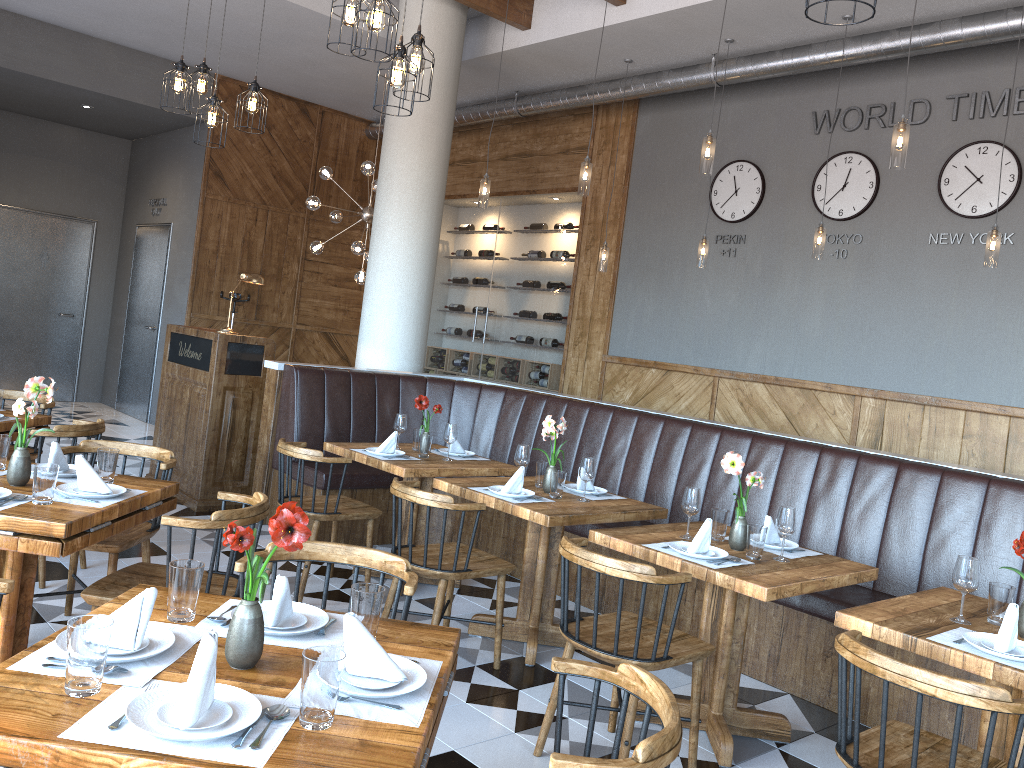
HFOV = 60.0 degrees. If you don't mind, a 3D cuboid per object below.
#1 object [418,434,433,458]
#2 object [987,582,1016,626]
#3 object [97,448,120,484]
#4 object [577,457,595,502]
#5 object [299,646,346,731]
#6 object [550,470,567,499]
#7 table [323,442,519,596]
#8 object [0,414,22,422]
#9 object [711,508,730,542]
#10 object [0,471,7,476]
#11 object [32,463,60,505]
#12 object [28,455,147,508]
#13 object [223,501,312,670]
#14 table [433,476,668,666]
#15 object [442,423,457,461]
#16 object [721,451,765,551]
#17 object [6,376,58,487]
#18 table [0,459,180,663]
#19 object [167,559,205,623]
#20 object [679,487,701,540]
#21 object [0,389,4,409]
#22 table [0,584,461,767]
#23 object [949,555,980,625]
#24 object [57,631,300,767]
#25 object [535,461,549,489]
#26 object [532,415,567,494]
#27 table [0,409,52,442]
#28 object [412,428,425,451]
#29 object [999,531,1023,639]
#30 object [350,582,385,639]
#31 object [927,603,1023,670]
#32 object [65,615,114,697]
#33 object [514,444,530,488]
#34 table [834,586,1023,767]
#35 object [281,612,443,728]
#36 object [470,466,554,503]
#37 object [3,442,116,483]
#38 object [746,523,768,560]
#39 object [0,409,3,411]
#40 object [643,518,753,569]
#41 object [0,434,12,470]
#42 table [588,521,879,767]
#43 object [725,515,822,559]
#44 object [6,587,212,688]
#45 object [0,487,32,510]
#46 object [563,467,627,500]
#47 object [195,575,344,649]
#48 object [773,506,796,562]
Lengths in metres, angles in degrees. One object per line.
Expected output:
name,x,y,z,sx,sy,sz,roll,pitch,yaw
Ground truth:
object,-0.511,0.366,5.195,0.080,0.132,0.080,8,1,33
object,1.642,0.743,2.982,0.080,0.132,0.080,6,1,-42
object,-1.581,0.321,3.456,0.080,0.132,0.080,6,1,-27
object,0.368,0.473,4.393,0.081,0.215,0.081,7,1,-11
object,-0.355,0.563,1.637,0.080,0.132,0.080,6,1,-27
object,0.223,0.498,4.376,0.080,0.132,0.080,8,1,33
table,-0.587,0.802,5.313,0.848,0.763,0.853,5,2,-42
object,-2.789,0.110,4.631,0.272,0.137,0.352,7,3,3
object,0.892,0.608,3.818,0.080,0.132,0.080,6,1,-42
object,-2.067,0.268,3.256,0.272,0.137,0.352,7,3,3
object,-1.591,0.341,3.015,0.080,0.132,0.080,6,1,-27
object,-1.534,0.335,3.236,0.272,0.137,0.352,7,3,3
object,-0.512,0.421,1.848,0.171,0.355,0.156,7,1,13
table,0.147,0.934,4.495,0.848,0.763,0.853,5,2,-42
object,-0.367,0.341,5.211,0.081,0.215,0.081,7,1,-11
object,0.943,0.486,3.693,0.206,0.400,0.147,6,1,-40
object,-1.762,0.174,3.250,0.146,0.400,0.207,7,1,-31
table,-1.855,0.748,3.248,0.864,0.763,0.865,7,2,3
object,-0.773,0.489,2.086,0.080,0.132,0.080,6,1,-37
object,0.762,0.552,3.789,0.081,0.215,0.081,7,1,11
object,-2.834,0.096,4.852,0.080,0.132,0.080,7,1,-17
table,-0.619,0.970,1.869,0.864,0.763,0.865,7,2,3
object,1.509,0.686,2.956,0.081,0.215,0.081,7,1,-34
object,-0.569,0.536,1.600,0.352,0.137,0.272,7,2,3
object,0.160,0.477,4.635,0.080,0.132,0.080,6,1,-42
object,0.193,0.353,4.489,0.146,0.400,0.207,7,1,-35
table,-3.106,0.524,4.642,0.864,0.763,0.865,7,2,3
object,-0.575,0.345,5.453,0.080,0.132,0.080,6,1,-42
object,1.650,0.639,2.830,0.170,0.355,0.156,6,1,-39
object,-0.345,0.542,2.077,0.080,0.132,0.080,6,1,-37
object,1.487,0.737,2.665,0.271,0.137,0.353,5,3,-42
object,-0.793,0.508,1.652,0.080,0.132,0.080,6,1,-37
object,0.048,0.424,4.585,0.081,0.215,0.081,8,1,39
table,1.606,1.195,2.868,0.848,0.763,0.853,5,2,-42
object,-0.292,0.557,1.857,0.272,0.137,0.352,7,3,3
object,0.003,0.471,4.320,0.271,0.137,0.353,5,3,-42
object,-1.790,0.290,3.512,0.352,0.137,0.272,7,2,3
object,0.973,0.632,3.540,0.080,0.132,0.080,6,1,-37
object,-3.045,0.065,4.907,0.352,0.137,0.272,7,2,3
object,0.740,0.603,3.498,0.271,0.137,0.353,5,3,-42
object,-2.009,0.267,3.465,0.080,0.132,0.080,6,1,-27
table,0.872,1.064,3.687,0.848,0.763,0.853,5,2,-42
object,1.133,0.634,3.843,0.271,0.137,0.353,5,3,-42
object,-0.825,0.490,1.876,0.272,0.137,0.352,7,3,3
object,-1.811,0.314,2.980,0.352,0.137,0.272,7,2,3
object,0.396,0.502,4.665,0.271,0.137,0.353,5,3,-42
object,-0.548,0.512,2.132,0.352,0.137,0.272,7,2,3
object,1.100,0.604,3.576,0.081,0.215,0.081,7,1,11
